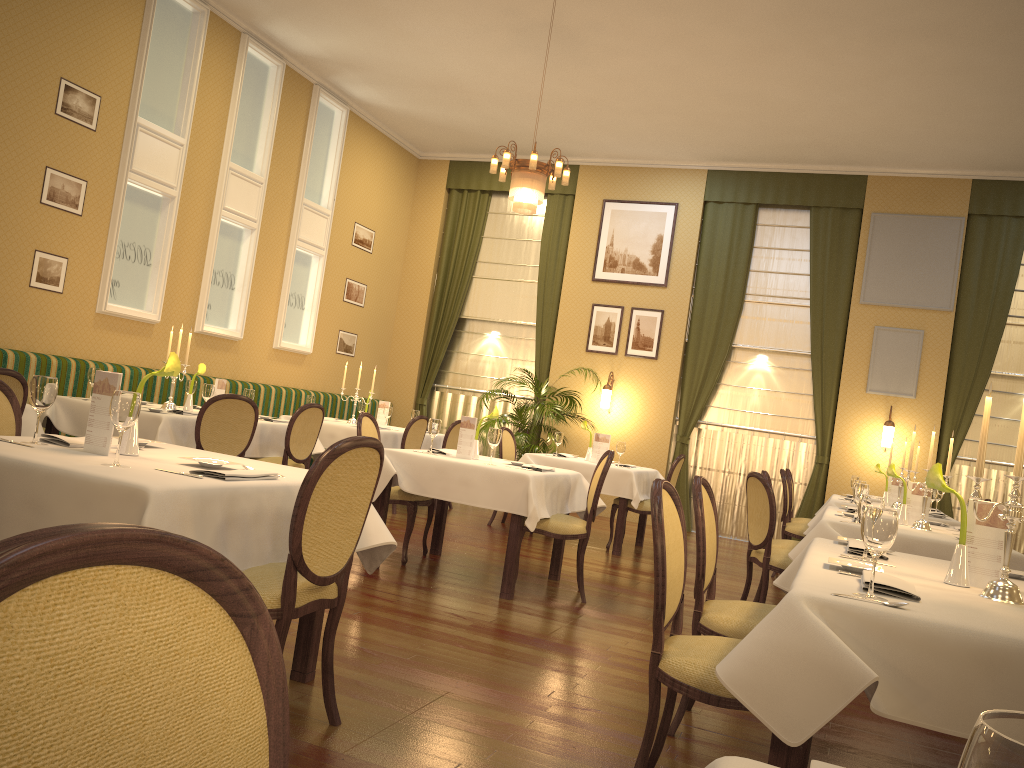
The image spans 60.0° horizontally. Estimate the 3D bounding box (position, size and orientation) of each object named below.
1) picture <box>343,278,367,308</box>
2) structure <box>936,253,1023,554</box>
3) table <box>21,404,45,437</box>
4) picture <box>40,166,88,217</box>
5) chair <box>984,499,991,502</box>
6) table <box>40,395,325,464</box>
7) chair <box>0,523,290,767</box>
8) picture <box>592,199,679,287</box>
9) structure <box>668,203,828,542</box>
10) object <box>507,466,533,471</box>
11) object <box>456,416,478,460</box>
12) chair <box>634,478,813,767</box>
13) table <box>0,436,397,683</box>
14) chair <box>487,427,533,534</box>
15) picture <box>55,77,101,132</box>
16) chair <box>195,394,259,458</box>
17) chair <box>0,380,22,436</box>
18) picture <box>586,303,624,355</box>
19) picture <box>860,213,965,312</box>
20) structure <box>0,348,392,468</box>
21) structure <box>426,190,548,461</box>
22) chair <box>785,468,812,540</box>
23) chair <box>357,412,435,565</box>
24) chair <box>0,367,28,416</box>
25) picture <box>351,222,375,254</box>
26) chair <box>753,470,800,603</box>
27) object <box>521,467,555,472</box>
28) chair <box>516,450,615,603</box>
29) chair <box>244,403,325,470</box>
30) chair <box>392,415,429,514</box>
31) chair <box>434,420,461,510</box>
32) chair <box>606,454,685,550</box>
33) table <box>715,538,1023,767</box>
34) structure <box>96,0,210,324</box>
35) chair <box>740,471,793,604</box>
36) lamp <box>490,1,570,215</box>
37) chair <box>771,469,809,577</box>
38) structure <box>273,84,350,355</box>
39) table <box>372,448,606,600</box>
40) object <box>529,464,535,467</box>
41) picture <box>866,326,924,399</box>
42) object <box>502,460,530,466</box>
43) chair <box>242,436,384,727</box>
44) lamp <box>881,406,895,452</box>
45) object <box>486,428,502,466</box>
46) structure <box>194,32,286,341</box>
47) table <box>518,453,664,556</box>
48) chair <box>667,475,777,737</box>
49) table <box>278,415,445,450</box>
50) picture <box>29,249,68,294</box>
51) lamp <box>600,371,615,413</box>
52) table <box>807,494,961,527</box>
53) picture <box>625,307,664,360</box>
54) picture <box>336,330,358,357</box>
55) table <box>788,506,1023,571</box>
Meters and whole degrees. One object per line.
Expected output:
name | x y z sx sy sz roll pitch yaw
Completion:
picture | -1.982 -1.151 11.216 0.008 0.294 0.504 8 -2 21
structure | 5.703 -0.018 9.589 1.898 4.511 0.137 8 -2 21
table | -3.386 0.363 4.230 1.385 0.759 2.152 8 -2 21
picture | -3.554 -1.526 7.044 0.008 0.294 0.401 8 -2 21
chair | 4.039 1.490 8.179 0.571 0.955 0.530 8 -2 21
table | -2.436 0.589 6.751 1.385 0.759 2.152 8 -2 21
chair | -0.142 0.615 0.577 0.571 0.955 0.530 8 -2 21
picture | 1.537 -1.775 11.125 0.966 1.057 0.027 8 -2 21
structure | 3.005 -0.376 10.638 1.900 4.511 0.134 8 -2 21
object | 0.043 0.526 5.560 0.185 0.010 0.017 8 -2 21
object | -0.312 0.351 5.826 0.081 0.277 0.166 9 -2 -22
chair | 0.647 0.803 2.672 0.571 0.955 0.530 8 -2 21
table | -1.270 0.632 3.045 1.389 0.759 1.395 8 -2 23
chair | 0.112 0.932 8.658 0.571 0.955 0.530 8 -2 21
picture | -3.452 -2.223 7.068 0.008 0.294 0.401 8 -2 21
chair | -2.106 0.519 6.100 0.530 0.955 0.571 10 -3 -44
chair | -1.905 0.451 3.306 0.571 0.955 0.530 8 -2 21
picture | 1.168 -0.691 11.171 0.412 0.619 0.022 8 -2 21
picture | 4.494 -1.382 9.974 0.966 1.057 0.027 8 -2 21
structure | -4.042 0.171 5.264 0.850 1.031 14.516 8 -2 21
structure | -0.233 -0.807 11.902 1.942 4.511 0.123 8 -2 21
chair | 2.909 1.342 8.674 0.571 0.955 0.530 8 -2 21
chair | -0.836 0.706 6.151 0.571 0.955 0.530 8 -2 11
chair | -2.777 0.359 4.333 0.571 0.955 0.530 8 -2 21
picture | -1.880 -1.848 11.241 0.008 0.294 0.504 8 -2 21
chair | 1.970 1.118 6.181 0.571 0.955 0.530 8 -2 21
object | 0.171 0.545 5.713 0.142 0.024 0.273 8 -2 21
chair | 0.307 0.857 5.675 0.571 0.955 0.530 8 -2 1
chair | -1.825 0.586 6.861 0.571 0.955 0.530 8 -2 21
chair | -1.174 0.741 8.592 0.571 0.955 0.530 8 -2 21
chair | -0.847 0.816 9.366 0.571 0.955 0.530 8 -2 21
chair | 1.243 1.080 8.163 0.571 0.955 0.530 8 -2 21
table | 1.439 1.019 2.788 1.385 0.759 2.152 8 -2 21
structure | -3.189 -2.052 7.852 0.200 2.985 0.687 8 -2 21
chair | 1.696 1.054 5.484 0.571 0.955 0.530 8 -2 -4
lamp | 0.227 -2.259 7.083 0.593 1.796 0.593 8 -2 19
chair | 2.637 1.277 7.953 0.571 0.955 0.530 8 -2 21
structure | -2.323 -1.846 10.151 0.200 2.985 0.670 8 -2 21
table | -0.201 0.886 5.880 1.389 0.759 1.395 8 -2 23
object | 0.198 0.560 5.936 0.181 0.015 0.038 8 -2 23
picture | 4.295 -0.247 9.947 0.512 0.769 0.027 8 -2 21
object | 0.034 0.530 5.879 0.160 0.024 0.160 8 -2 21
chair | -0.774 0.600 2.812 0.571 0.955 0.530 8 -2 21
lamp | 4.133 0.490 9.783 0.114 0.513 0.323 8 -2 10
object | -0.119 0.391 5.535 0.088 0.229 0.088 9 -2 -27
structure | -2.769 -1.952 8.968 0.200 2.985 0.661 8 -2 21
table | 0.747 1.112 8.396 1.389 0.759 1.395 8 -2 23
chair | 0.919 0.868 3.393 0.571 0.955 0.530 8 -2 21
table | -1.488 0.815 9.269 1.385 0.759 2.152 8 -2 21
picture | -3.655 -0.883 7.004 0.008 0.294 0.313 8 -2 21
lamp | 1.178 0.097 10.932 0.114 0.513 0.323 8 -2 10
table | 3.430 1.494 8.070 1.385 0.759 2.152 8 -2 21
picture | 1.639 -0.628 10.988 0.412 0.619 0.022 8 -2 21
picture | -2.081 -0.508 11.181 0.008 0.294 0.437 8 -2 21
table | 2.490 1.270 5.577 1.385 0.759 2.152 8 -2 21
